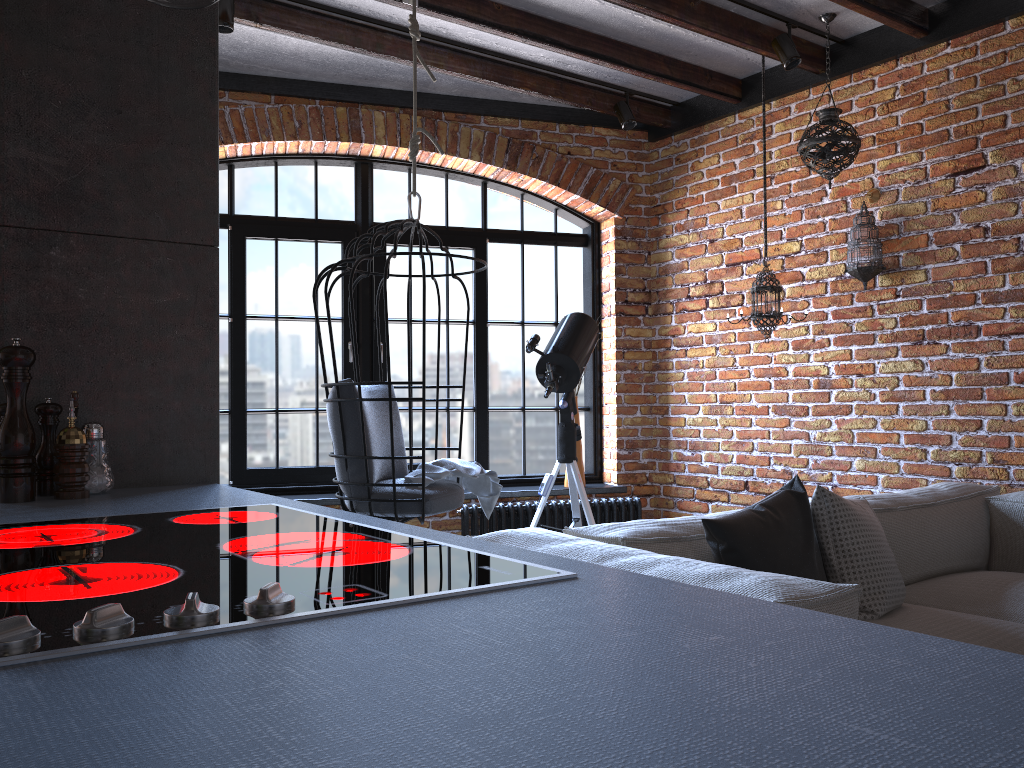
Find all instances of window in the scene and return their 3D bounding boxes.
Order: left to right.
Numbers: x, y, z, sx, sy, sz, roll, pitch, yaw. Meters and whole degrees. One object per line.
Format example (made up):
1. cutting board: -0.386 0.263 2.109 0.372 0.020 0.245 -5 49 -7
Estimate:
1. window: -0.847 -0.350 5.084 3.293 2.233 0.177 0 -1 -18

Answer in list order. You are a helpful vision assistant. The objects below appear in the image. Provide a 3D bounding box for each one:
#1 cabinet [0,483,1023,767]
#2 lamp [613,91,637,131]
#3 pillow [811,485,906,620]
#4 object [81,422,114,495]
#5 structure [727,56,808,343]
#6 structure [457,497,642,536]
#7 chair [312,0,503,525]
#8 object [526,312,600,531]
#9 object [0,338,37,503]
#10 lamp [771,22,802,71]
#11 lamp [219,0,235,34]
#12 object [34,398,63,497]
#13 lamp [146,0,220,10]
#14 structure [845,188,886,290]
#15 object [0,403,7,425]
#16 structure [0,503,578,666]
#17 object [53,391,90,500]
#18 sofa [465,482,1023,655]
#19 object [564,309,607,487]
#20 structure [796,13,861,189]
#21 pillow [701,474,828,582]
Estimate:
1. cabinet: -0.006 0.593 0.489 0.607 0.844 2.960 0 -2 -36
2. lamp: 0.620 -1.494 4.862 0.134 0.208 0.093 -1 -1 30
3. pillow: 1.033 0.489 2.665 0.250 0.402 0.543 -1 -1 36
4. object: -0.783 0.138 1.655 0.069 0.135 0.069 -1 -1 34
5. structure: 1.235 -0.915 4.326 0.389 1.437 0.338 0 -1 -35
6. structure: 0.234 0.882 4.899 1.115 0.476 0.106 0 -1 -18
7. chair: -0.436 -0.529 3.511 0.682 2.220 0.802 -1 -1 9
8. object: 0.200 0.366 4.300 0.570 1.471 0.616 0 -1 -10
9. object: -0.856 0.062 1.532 0.061 0.282 0.061 0 -1 -22
10. lamp: 1.237 -1.520 3.999 0.134 0.208 0.090 -1 -1 22
11. lamp: -1.152 -1.522 3.596 0.121 0.184 0.082 1 -1 -43
12. object: -0.856 0.116 1.638 0.048 0.180 0.048 -1 -1 37
13. lamp: -0.545 -1.001 1.427 0.367 0.747 0.367 -1 -1 18
14. structure: 1.632 -0.676 4.104 0.169 0.482 0.169 0 -1 -36
15. object: -0.898 0.115 1.590 0.048 0.180 0.048 -1 -1 14
16. structure: -0.367 0.195 0.980 0.504 0.057 0.763 1 -2 -36
17. object: -0.785 0.108 1.595 0.058 0.192 0.081 -1 -1 5
18. sofa: 1.806 0.702 1.786 2.536 0.697 3.301 1 -2 -36
19. object: 0.425 0.077 5.190 0.270 1.053 0.299 0 -1 -15
20. structure: 1.415 -1.258 3.958 0.265 0.779 0.273 -1 -1 4
21. pillow: 0.745 0.474 2.488 0.238 0.417 0.538 -2 -2 44
